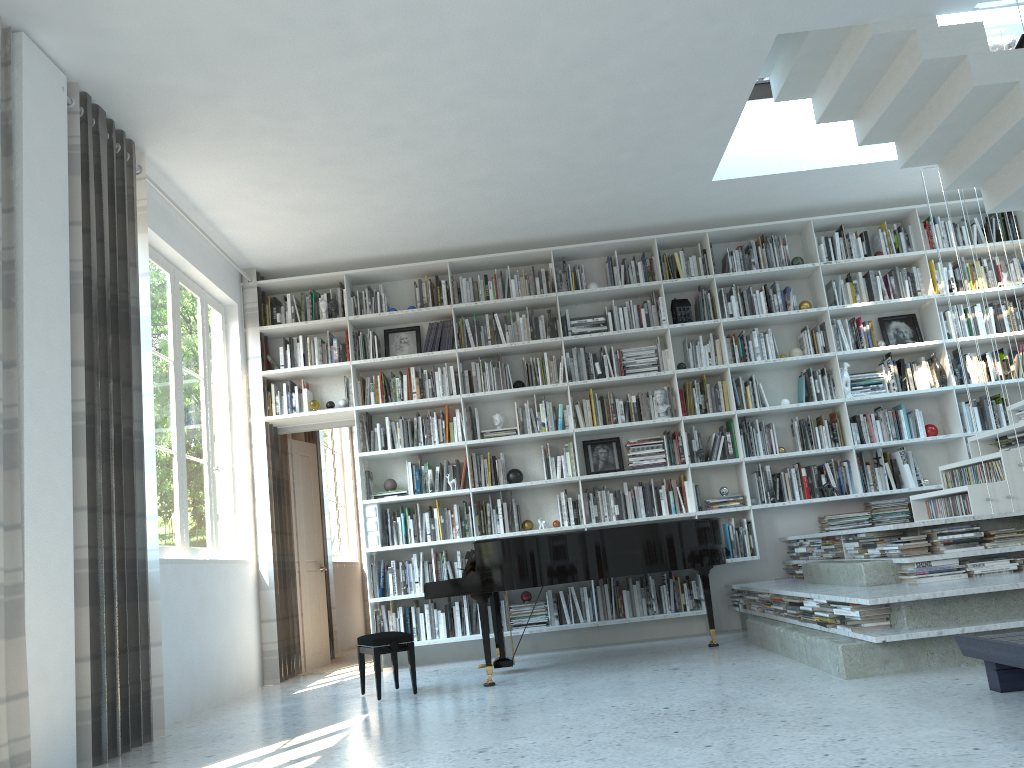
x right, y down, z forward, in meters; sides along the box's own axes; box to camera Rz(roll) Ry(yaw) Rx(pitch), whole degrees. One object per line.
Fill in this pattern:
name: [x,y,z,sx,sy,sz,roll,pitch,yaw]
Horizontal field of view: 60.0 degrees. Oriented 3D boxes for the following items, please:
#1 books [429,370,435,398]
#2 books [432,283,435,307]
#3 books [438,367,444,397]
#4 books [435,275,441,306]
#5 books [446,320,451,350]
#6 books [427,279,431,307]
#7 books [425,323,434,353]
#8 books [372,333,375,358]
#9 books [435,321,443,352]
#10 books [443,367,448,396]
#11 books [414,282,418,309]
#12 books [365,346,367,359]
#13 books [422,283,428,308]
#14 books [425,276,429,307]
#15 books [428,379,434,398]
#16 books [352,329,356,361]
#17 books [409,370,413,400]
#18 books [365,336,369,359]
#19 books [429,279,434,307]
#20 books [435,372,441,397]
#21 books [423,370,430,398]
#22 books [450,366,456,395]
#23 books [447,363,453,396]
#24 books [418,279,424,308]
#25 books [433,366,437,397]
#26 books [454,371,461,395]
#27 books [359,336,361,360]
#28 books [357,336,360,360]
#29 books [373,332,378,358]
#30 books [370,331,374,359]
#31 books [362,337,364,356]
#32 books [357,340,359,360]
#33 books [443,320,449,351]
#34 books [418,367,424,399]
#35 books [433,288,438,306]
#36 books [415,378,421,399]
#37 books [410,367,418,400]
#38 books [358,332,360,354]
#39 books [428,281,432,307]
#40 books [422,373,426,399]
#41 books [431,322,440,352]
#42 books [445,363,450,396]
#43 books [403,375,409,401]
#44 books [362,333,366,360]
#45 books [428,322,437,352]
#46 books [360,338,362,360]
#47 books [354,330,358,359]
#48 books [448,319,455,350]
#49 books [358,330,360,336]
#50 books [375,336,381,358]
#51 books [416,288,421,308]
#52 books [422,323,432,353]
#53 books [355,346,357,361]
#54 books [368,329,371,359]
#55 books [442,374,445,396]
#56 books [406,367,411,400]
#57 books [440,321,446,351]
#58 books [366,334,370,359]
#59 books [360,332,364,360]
books: [-0.633,0.026,7.164,0.035,0.260,0.131,-6,-11,1]
books: [-0.638,-0.691,7.314,0.013,0.254,0.129,-6,-11,1]
books: [-0.564,0.012,7.141,0.022,0.262,0.174,-6,-11,1]
books: [-0.596,-0.724,7.283,0.025,0.296,0.164,-6,-11,1]
books: [-0.511,-0.361,7.236,0.078,0.285,0.174,-6,-11,1]
books: [-0.674,-0.705,7.299,0.013,0.283,0.167,-6,-11,1]
books: [-0.664,-0.339,7.236,0.110,0.279,0.174,-6,-11,1]
books: [-1.111,-0.279,7.219,0.011,0.249,0.168,-6,-11,1]
books: [-0.590,-0.353,7.216,0.097,0.282,0.174,-6,-11,1]
books: [-0.527,0.011,7.162,0.024,0.265,0.155,-6,-11,1]
books: [-0.779,-0.689,7.306,0.013,0.277,0.151,-6,-11,1]
books: [-1.177,-0.249,7.243,0.012,0.214,0.132,-6,-11,1]
books: [-0.706,-0.687,7.285,0.028,0.248,0.156,-6,-11,1]
books: [-0.689,-0.719,7.317,0.014,0.320,0.137,-6,-11,1]
books: [-0.651,0.064,7.152,0.022,0.185,0.137,-6,-11,1]
books: [-1.272,-0.284,7.219,0.005,0.292,0.184,-6,-11,1]
books: [-0.803,0.035,7.142,0.023,0.270,0.187,-6,-11,1]
books: [-1.164,-0.260,7.208,0.018,0.218,0.187,-6,-11,1]
books: [-0.652,-0.706,7.287,0.011,0.274,0.184,-6,-11,1]
books: [-0.588,0.031,7.138,0.030,0.230,0.172,-6,-11,1]
books: [-0.679,0.031,7.161,0.029,0.260,0.158,-6,-11,1]
books: [-0.464,0.001,7.142,0.035,0.263,0.178,-6,-11,1]
books: [-0.494,-0.008,7.148,0.022,0.289,0.169,-6,-11,1]
books: [-0.734,-0.699,7.289,0.024,0.279,0.188,-6,-11,1]
books: [-0.612,0.010,7.148,0.012,0.280,0.188,-6,-11,1]
books: [-0.425,0.022,7.111,0.039,0.202,0.236,-6,-11,1]
books: [-1.216,-0.258,7.213,0.009,0.228,0.185,-6,-11,1]
books: [-1.234,-0.258,7.228,0.005,0.237,0.154,-6,-11,1]
books: [-1.100,-0.283,7.218,0.012,0.254,0.167,-6,-11,1]
books: [-1.129,-0.284,7.211,0.023,0.257,0.183,-6,-11,1]
books: [-1.194,-0.268,7.227,0.010,0.249,0.166,-6,-11,1]
books: [-1.242,-0.240,7.224,0.015,0.206,0.172,-6,-11,1]
books: [-0.534,-0.358,7.241,0.078,0.285,0.174,-6,-11,1]
books: [-0.720,0.022,7.160,0.025,0.285,0.161,-6,-11,1]
books: [-0.616,-0.667,7.283,0.027,0.190,0.178,-6,-11,1]
books: [-0.743,0.064,7.126,0.029,0.195,0.192,-6,-11,1]
books: [-0.777,0.024,7.138,0.030,0.285,0.185,-6,-11,1]
books: [-1.231,-0.278,7.231,0.005,0.277,0.147,-6,-11,1]
books: [-0.662,-0.699,7.285,0.010,0.263,0.157,-6,-11,1]
books: [-0.699,0.044,7.144,0.013,0.232,0.172,-6,-11,1]
books: [-0.619,-0.344,7.236,0.110,0.279,0.174,-6,-11,1]
books: [-0.511,-0.009,7.136,0.012,0.290,0.182,-6,-11,1]
books: [-0.849,0.060,7.155,0.047,0.237,0.163,-6,-11,1]
books: [-1.188,-0.272,7.206,0.004,0.245,0.189,-6,-11,1]
books: [-0.642,-0.345,7.219,0.110,0.279,0.174,-6,-11,1]
books: [-1.209,-0.254,7.202,0.004,0.213,0.187,-6,-11,1]
books: [-1.257,-0.280,7.228,0.006,0.286,0.148,-6,-11,1]
books: [-0.489,-0.367,7.222,0.078,0.285,0.174,-6,-11,1]
books: [-1.226,-0.284,7.234,0.006,0.288,0.144,-6,-11,1]
books: [-1.086,-0.267,7.206,0.012,0.213,0.186,-6,-11,1]
books: [-0.757,-0.665,7.288,0.028,0.218,0.153,-6,-11,1]
books: [-0.687,-0.338,7.228,0.110,0.279,0.174,-6,-11,1]
books: [-1.261,-0.248,7.246,0.006,0.232,0.136,-6,-11,1]
books: [-1.143,-0.291,7.223,0.005,0.280,0.191,-6,-11,1]
books: [-0.543,0.040,7.148,0.013,0.206,0.172,-6,-11,1]
books: [-0.822,0.025,7.164,0.014,0.303,0.152,-6,-11,1]
books: [-0.557,-0.356,7.236,0.078,0.285,0.174,-6,-11,1]
books: [-1.153,-0.271,7.221,0.019,0.243,0.153,-6,-11,1]
books: [-1.205,-0.274,7.219,0.009,0.259,0.184,-6,-11,1]
